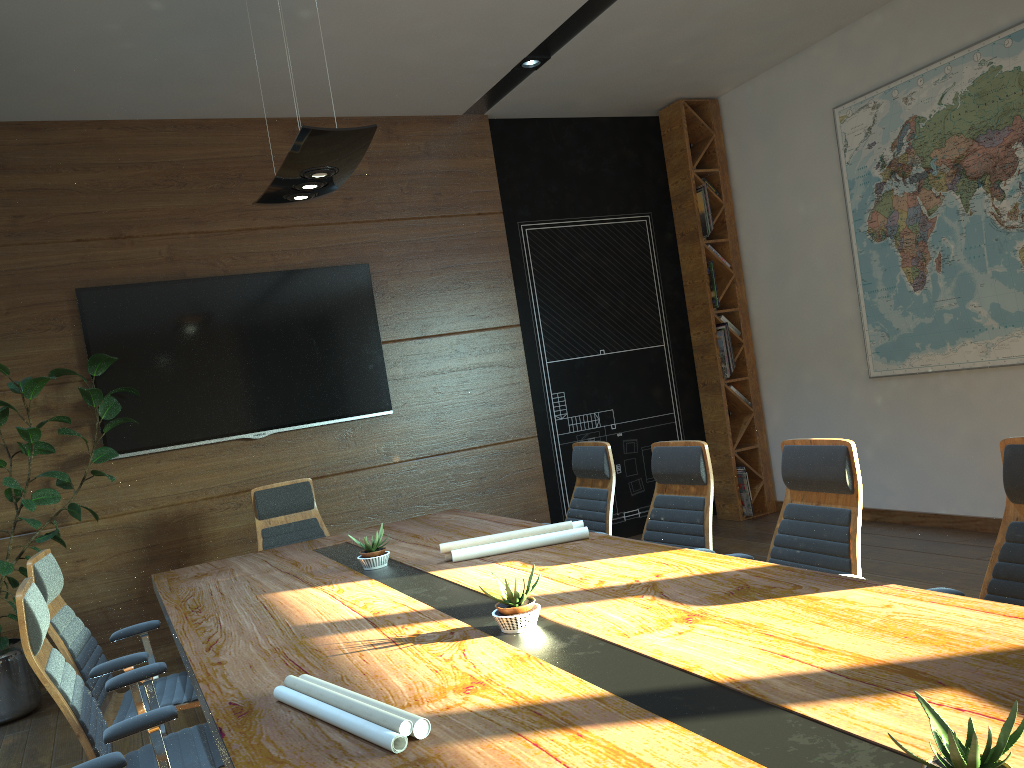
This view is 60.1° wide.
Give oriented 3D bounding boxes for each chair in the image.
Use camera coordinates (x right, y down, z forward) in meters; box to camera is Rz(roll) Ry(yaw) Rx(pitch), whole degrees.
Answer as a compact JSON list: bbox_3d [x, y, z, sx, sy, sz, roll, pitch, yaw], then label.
[{"bbox_3d":[0.610,0.872,4.111,0.693,1.130,0.707,-10,2,-29],"label":"chair"},{"bbox_3d":[-1.600,1.219,3.824,0.694,1.130,0.706,-10,2,-17],"label":"chair"},{"bbox_3d":[0.249,0.926,4.890,0.694,1.130,0.707,-10,2,-25],"label":"chair"},{"bbox_3d":[-1.226,1.163,3.044,0.694,1.130,0.707,-10,2,-24],"label":"chair"},{"bbox_3d":[-1.221,1.155,5.364,0.704,1.130,0.697,-10,2,-30],"label":"chair"},{"bbox_3d":[1.413,0.751,2.474,0.694,1.130,0.707,-10,2,-25],"label":"chair"},{"bbox_3d":[0.986,0.815,3.362,0.694,1.130,0.707,-10,2,-23],"label":"chair"},{"bbox_3d":[-0.945,1.121,2.159,0.693,1.130,0.708,-10,2,-33],"label":"chair"}]

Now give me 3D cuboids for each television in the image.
[{"bbox_3d":[-1.916,-0.189,6.360,2.024,1.183,0.075,-9,3,-25],"label":"television"}]

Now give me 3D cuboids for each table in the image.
[{"bbox_3d":[0.088,1.120,2.668,1.779,0.798,5.551,-9,0,-25],"label":"table"}]

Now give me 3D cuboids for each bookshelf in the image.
[{"bbox_3d":[-1.816,-0.060,6.188,8.601,3.698,0.319,-9,3,-25],"label":"bookshelf"}]

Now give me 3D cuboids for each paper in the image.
[{"bbox_3d":[-0.219,0.722,2.984,0.629,0.083,2.235,-9,0,15],"label":"paper"}]

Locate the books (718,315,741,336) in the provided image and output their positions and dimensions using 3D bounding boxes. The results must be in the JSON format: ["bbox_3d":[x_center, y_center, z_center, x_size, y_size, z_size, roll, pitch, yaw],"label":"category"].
[{"bbox_3d":[-1.771,0.073,6.143,8.396,0.209,0.176,-9,2,-25],"label":"books"}]

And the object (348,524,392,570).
[{"bbox_3d":[-0.634,0.735,3.996,0.152,0.188,0.178,-10,2,-37],"label":"object"}]

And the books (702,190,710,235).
[{"bbox_3d":[-1.933,-0.903,6.116,7.871,0.384,0.400,-9,1,-25],"label":"books"}]

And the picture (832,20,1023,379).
[{"bbox_3d":[3.277,-1.167,5.280,0.030,2.067,3.239,-10,1,-25],"label":"picture"}]

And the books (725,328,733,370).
[{"bbox_3d":[-1.749,0.279,6.175,7.944,0.384,0.401,-9,1,-25],"label":"books"}]

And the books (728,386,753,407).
[{"bbox_3d":[-1.680,0.695,6.186,8.398,0.221,0.233,-9,1,-25],"label":"books"}]

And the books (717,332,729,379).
[{"bbox_3d":[-1.745,0.318,6.181,7.847,0.399,0.398,-9,1,-25],"label":"books"}]

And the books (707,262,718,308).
[{"bbox_3d":[-1.840,-0.288,6.153,7.846,0.391,0.398,-9,1,-25],"label":"books"}]

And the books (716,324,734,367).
[{"bbox_3d":[-1.751,0.249,6.167,7.983,0.402,0.387,-9,1,-25],"label":"books"}]

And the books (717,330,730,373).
[{"bbox_3d":[-1.748,0.301,6.181,7.883,0.400,0.398,-9,1,-25],"label":"books"}]

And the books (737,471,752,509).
[{"bbox_3d":[-1.543,1.521,6.210,7.879,0.390,0.399,-9,1,-25],"label":"books"}]

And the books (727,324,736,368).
[{"bbox_3d":[-1.752,0.247,6.170,8.007,0.382,0.396,-9,1,-25],"label":"books"}]

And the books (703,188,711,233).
[{"bbox_3d":[-1.935,-0.921,6.113,7.909,0.382,0.396,-9,1,-25],"label":"books"}]

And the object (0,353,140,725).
[{"bbox_3d":[-3.458,0.365,5.178,1.684,3.375,2.030,-8,2,16],"label":"object"}]

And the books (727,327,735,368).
[{"bbox_3d":[-1.754,0.248,6.172,7.999,0.389,0.391,-9,1,-25],"label":"books"}]

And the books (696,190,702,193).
[{"bbox_3d":[-1.935,-0.899,6.121,7.850,0.398,0.399,-9,1,-25],"label":"books"}]

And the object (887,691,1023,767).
[{"bbox_3d":[0.652,0.541,1.277,0.153,0.188,0.177,-7,2,40],"label":"object"}]

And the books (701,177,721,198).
[{"bbox_3d":[-1.766,0.083,6.137,8.391,2.653,0.161,-9,3,-25],"label":"books"}]

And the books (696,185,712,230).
[{"bbox_3d":[-1.940,-0.945,6.114,7.943,0.396,0.398,-9,1,-25],"label":"books"}]

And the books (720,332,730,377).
[{"bbox_3d":[-1.743,0.314,6.174,7.855,0.397,0.398,-9,1,-25],"label":"books"}]

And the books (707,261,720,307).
[{"bbox_3d":[-1.839,-0.297,6.146,7.859,0.396,0.398,-9,1,-25],"label":"books"}]

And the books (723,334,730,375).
[{"bbox_3d":[-1.747,0.307,6.181,7.875,0.397,0.398,-9,1,-25],"label":"books"}]

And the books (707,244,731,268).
[{"bbox_3d":[-1.885,-0.536,6.152,8.392,0.231,0.238,-9,1,-25],"label":"books"}]

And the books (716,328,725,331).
[{"bbox_3d":[-1.751,0.282,6.179,7.928,0.398,0.399,-9,1,-25],"label":"books"}]

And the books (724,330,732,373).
[{"bbox_3d":[-1.747,0.291,6.174,7.919,0.384,0.400,-9,1,-25],"label":"books"}]

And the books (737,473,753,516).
[{"bbox_3d":[-1.541,1.529,6.209,7.873,0.384,0.401,-9,1,-25],"label":"books"}]

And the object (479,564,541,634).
[{"bbox_3d":[0.005,0.638,2.651,0.153,0.188,0.177,-8,2,15],"label":"object"}]

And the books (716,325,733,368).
[{"bbox_3d":[-1.749,0.263,6.169,7.953,0.404,0.391,-9,1,-25],"label":"books"}]

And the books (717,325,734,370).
[{"bbox_3d":[-1.751,0.257,6.170,7.974,0.398,0.388,-9,1,-25],"label":"books"}]

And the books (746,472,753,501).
[{"bbox_3d":[-1.562,1.471,6.199,8.117,0.296,0.187,-9,2,-25],"label":"books"}]

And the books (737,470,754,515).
[{"bbox_3d":[-1.541,1.512,6.204,7.888,0.398,0.399,-9,1,-25],"label":"books"}]

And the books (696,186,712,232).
[{"bbox_3d":[-1.937,-0.934,6.111,7.919,0.398,0.392,-9,1,-25],"label":"books"}]

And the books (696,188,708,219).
[{"bbox_3d":[-1.937,-0.915,6.119,7.881,0.397,0.398,-9,1,-25],"label":"books"}]

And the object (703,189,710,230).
[{"bbox_3d":[-1.939,-0.923,6.121,7.899,0.397,0.398,-9,1,-25],"label":"object"}]

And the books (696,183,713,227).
[{"bbox_3d":[-1.942,-0.956,6.115,7.968,0.394,0.398,-9,1,-25],"label":"books"}]

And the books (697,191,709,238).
[{"bbox_3d":[-1.931,-0.893,6.116,7.841,0.391,0.399,-9,1,-25],"label":"books"}]

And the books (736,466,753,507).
[{"bbox_3d":[-1.561,1.483,6.235,7.965,0.385,0.384,-9,1,-25],"label":"books"}]

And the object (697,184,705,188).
[{"bbox_3d":[-1.943,-0.948,6.119,7.951,0.394,0.398,-9,1,-25],"label":"object"}]

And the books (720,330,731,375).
[{"bbox_3d":[-1.747,0.298,6.178,7.892,0.397,0.398,-9,1,-25],"label":"books"}]

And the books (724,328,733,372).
[{"bbox_3d":[-1.748,0.279,6.173,7.936,0.390,0.399,-9,1,-25],"label":"books"}]

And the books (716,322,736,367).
[{"bbox_3d":[-1.754,0.235,6.169,8.017,0.398,0.392,-9,1,-25],"label":"books"}]

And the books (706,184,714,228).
[{"bbox_3d":[-1.941,-0.959,6.112,7.976,0.391,0.398,-9,1,-25],"label":"books"}]

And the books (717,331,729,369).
[{"bbox_3d":[-1.746,0.307,6.180,7.866,0.399,0.398,-9,1,-25],"label":"books"}]

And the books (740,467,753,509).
[{"bbox_3d":[-1.561,1.488,6.235,7.956,0.382,0.390,-9,1,-25],"label":"books"}]

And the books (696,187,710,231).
[{"bbox_3d":[-1.939,-0.921,6.122,7.890,0.400,0.398,-9,1,-25],"label":"books"}]

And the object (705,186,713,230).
[{"bbox_3d":[-1.943,-0.950,6.119,7.960,0.391,0.398,-9,1,-25],"label":"object"}]
